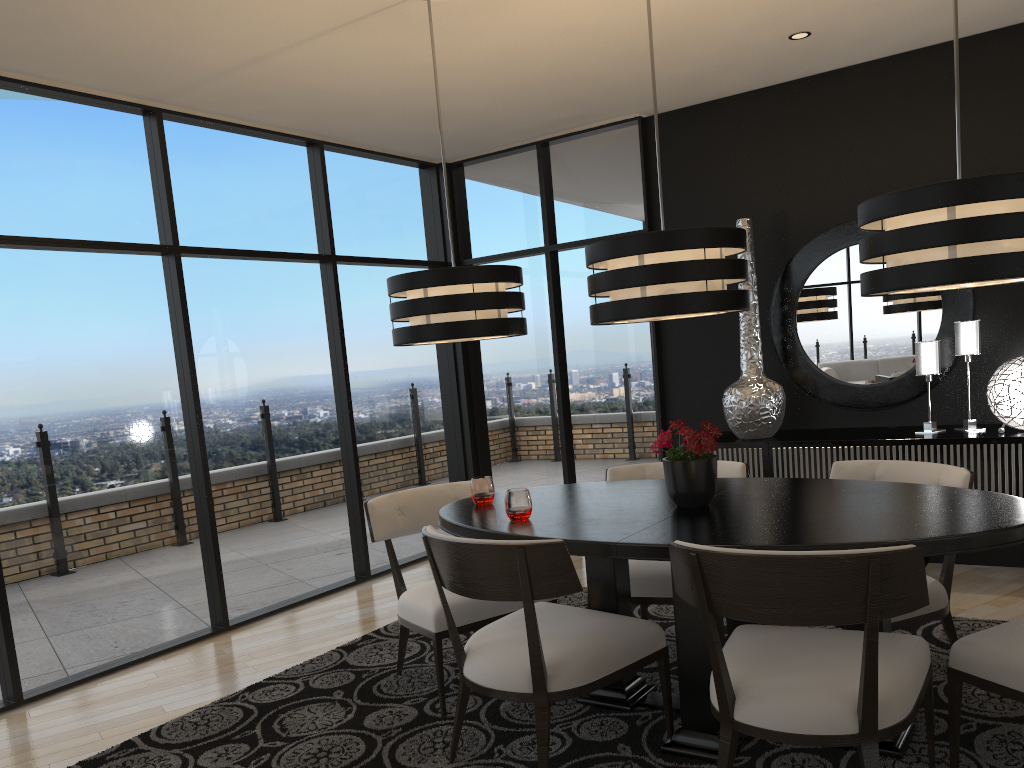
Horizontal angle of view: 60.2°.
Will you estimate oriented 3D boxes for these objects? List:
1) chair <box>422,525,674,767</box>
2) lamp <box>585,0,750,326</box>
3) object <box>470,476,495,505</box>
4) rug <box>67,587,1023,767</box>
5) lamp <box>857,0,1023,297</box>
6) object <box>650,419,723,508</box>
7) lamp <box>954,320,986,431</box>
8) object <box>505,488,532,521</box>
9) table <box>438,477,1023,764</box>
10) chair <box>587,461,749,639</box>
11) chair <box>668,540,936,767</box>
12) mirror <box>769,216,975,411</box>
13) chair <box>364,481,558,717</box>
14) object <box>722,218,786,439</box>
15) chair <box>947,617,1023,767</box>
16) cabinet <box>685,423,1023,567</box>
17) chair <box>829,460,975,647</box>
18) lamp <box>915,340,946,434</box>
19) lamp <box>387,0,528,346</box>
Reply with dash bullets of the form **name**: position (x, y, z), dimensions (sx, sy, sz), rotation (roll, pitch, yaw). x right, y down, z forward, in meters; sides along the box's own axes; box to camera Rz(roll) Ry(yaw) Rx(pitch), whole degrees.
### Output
- **chair**: position (0.085, 0.844, 2.913), dimensions (0.642, 0.814, 0.611), rotation (0, 7, 44)
- **lamp**: position (0.478, -0.888, 2.931), dimensions (0.536, 1.341, 0.530), rotation (-1, 7, 33)
- **object**: position (-0.116, 0.421, 3.485), dimensions (0.095, 0.107, 0.094), rotation (-5, 5, 0)
- **rug**: position (0.663, 1.186, 3.203), dimensions (3.727, 0.011, 2.693), rotation (-4, 2, 34)
- **lamp**: position (1.219, -0.940, 2.422), dimensions (0.536, 1.341, 0.530), rotation (-1, 7, 33)
- **object**: position (0.611, 0.273, 3.036), dimensions (0.238, 0.301, 0.226), rotation (-1, 6, 36)
- **lamp**: position (2.303, -0.042, 4.453), dimensions (0.125, 0.555, 0.131), rotation (-5, 7, -3)
- **object**: position (0.022, 0.420, 3.075), dimensions (0.095, 0.107, 0.094), rotation (0, 7, 45)
- **table**: position (0.673, 0.804, 3.110), dimensions (2.108, 0.776, 1.198), rotation (-3, 4, 36)
- **chair**: position (0.689, 0.766, 3.766), dimensions (0.644, 0.814, 0.609), rotation (-3, 5, 20)
- **chair**: position (0.817, 0.792, 2.453), dimensions (0.644, 0.814, 0.609), rotation (-3, 6, 27)
- **mirror**: position (1.967, -0.386, 4.906), dimensions (1.077, 1.088, 0.025), rotation (-2, 7, 34)
- **chair**: position (-0.216, 0.849, 3.692), dimensions (0.638, 0.814, 0.615), rotation (-8, 6, -35)
- **object**: position (1.328, -0.302, 4.927), dimensions (0.343, 1.220, 0.340), rotation (1, 9, 43)
- **chair**: position (1.622, 0.722, 2.376), dimensions (0.639, 0.814, 0.614), rotation (-8, 6, -27)
- **cabinet**: position (2.097, 0.635, 4.658), dimensions (2.240, 0.774, 0.604), rotation (-4, 5, 34)
- **chair**: position (1.327, 0.723, 3.285), dimensions (0.613, 0.814, 0.640), rotation (-8, 6, -27)
- **lamp**: position (2.129, 0.015, 4.509), dimensions (0.131, 0.470, 0.124), rotation (-9, 8, -33)
- **lamp**: position (-0.263, -0.837, 3.440), dimensions (0.536, 1.341, 0.530), rotation (-1, 7, 33)
